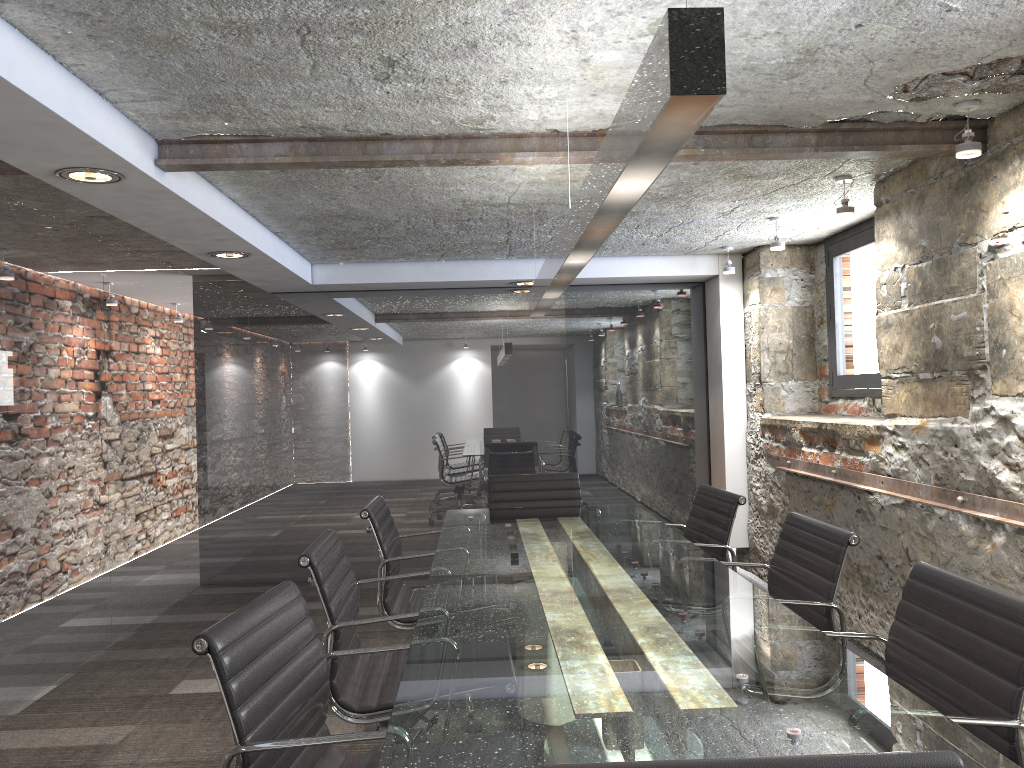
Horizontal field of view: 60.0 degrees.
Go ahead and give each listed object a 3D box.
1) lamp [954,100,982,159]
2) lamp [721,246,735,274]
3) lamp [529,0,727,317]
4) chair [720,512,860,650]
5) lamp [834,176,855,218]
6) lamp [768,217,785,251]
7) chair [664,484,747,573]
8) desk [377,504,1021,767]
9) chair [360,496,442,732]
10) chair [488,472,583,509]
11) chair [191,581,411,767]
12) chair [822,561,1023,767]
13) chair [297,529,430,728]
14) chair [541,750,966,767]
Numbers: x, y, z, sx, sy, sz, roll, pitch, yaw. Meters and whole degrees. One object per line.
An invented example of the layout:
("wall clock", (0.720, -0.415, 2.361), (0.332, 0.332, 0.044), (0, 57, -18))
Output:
("lamp", (1.480, -0.824, 2.880), (0.077, 0.165, 0.098), (-2, -1, 31))
("lamp", (1.375, -0.786, 5.641), (0.077, 0.165, 0.098), (-2, -1, 31))
("lamp", (0.171, -0.610, 2.715), (0.073, 0.524, 3.159), (-2, -1, -2))
("chair", (0.685, 0.847, 2.700), (0.667, 0.837, 0.693), (-2, -1, -12))
("lamp", (1.443, -0.811, 3.849), (0.077, 0.165, 0.098), (-2, -1, 31))
("lamp", (1.410, -0.799, 4.721), (0.077, 0.165, 0.098), (-2, -1, 31))
("chair", (0.605, 0.861, 3.633), (0.667, 0.837, 0.693), (-1, -1, -15))
("desk", (0.213, 0.925, 2.694), (0.909, 0.711, 3.154), (-2, -1, -2))
("chair", (-0.279, 0.887, 3.589), (0.667, 0.837, 0.693), (-2, -1, -11))
("chair", (0.140, 0.884, 4.363), (0.693, 0.837, 0.667), (-2, -1, -12))
("chair", (-0.256, 0.863, 1.802), (0.667, 0.837, 0.693), (-2, -1, -4))
("chair", (0.701, 0.835, 1.821), (0.667, 0.837, 0.693), (-2, -1, -11))
("chair", (-0.292, 0.875, 2.648), (0.667, 0.837, 0.693), (-2, -1, -12))
("chair", (0.274, 0.841, 1.259), (0.693, 0.837, 0.667), (-2, -1, -10))
